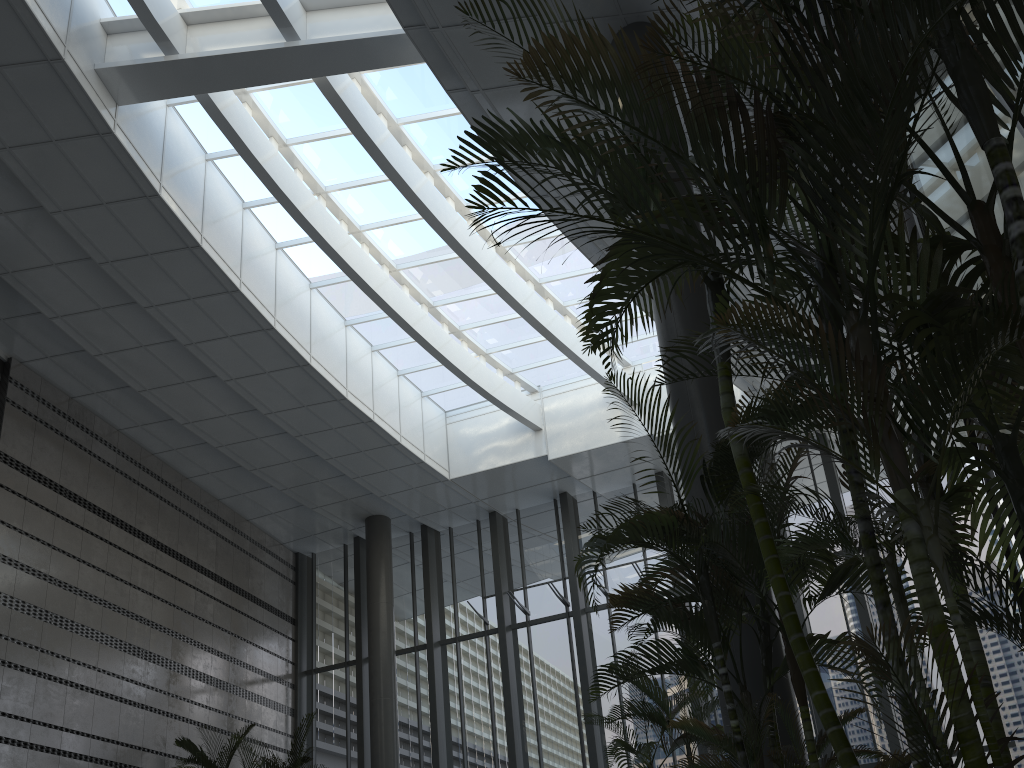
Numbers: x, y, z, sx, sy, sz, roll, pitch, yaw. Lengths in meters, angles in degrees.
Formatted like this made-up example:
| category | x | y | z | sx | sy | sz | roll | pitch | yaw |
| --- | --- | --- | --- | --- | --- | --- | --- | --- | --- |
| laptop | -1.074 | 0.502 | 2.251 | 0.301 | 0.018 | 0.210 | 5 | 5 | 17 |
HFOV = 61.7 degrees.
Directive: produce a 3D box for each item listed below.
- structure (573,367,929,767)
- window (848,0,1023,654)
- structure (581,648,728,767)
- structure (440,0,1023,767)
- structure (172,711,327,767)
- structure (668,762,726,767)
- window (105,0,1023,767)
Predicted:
| category | x | y | z | sx | sy | sz | roll | pitch | yaw |
| --- | --- | --- | --- | --- | --- | --- | --- | --- | --- |
| structure | 1.206 | 1.680 | 3.964 | 1.647 | 3.340 | 2.279 | -6 | -26 | 2 |
| window | 5.182 | 0.557 | 6.323 | 4.247 | 7.158 | 17.080 | -13 | -32 | 15 |
| structure | 1.352 | 3.613 | 6.697 | 1.410 | 3.100 | 1.357 | -7 | -24 | 3 |
| structure | 1.052 | 0.187 | 2.431 | 2.437 | 4.172 | 2.819 | -5 | -26 | -1 |
| structure | -3.484 | 6.710 | 11.587 | 2.560 | 4.173 | 2.685 | -16 | -28 | 21 |
| structure | 2.356 | 5.689 | 9.602 | 3.860 | 2.653 | 3.468 | -22 | -33 | 26 |
| window | -2.086 | 1.118 | 7.686 | 13.928 | 9.009 | 20.335 | -22 | -35 | 26 |
